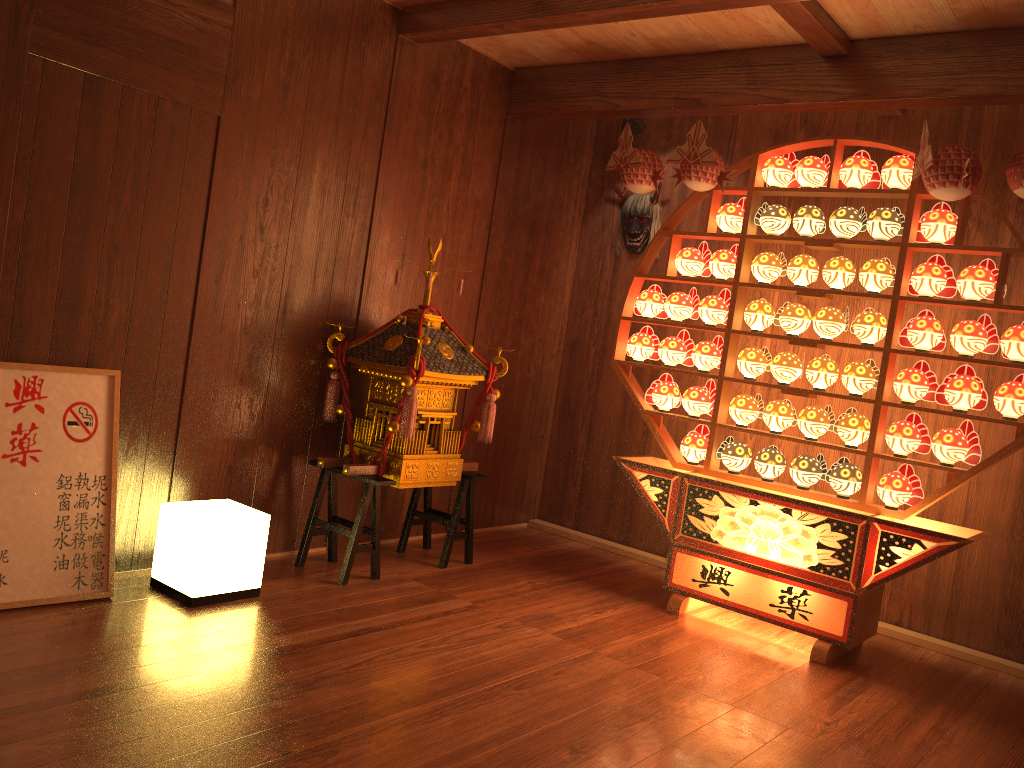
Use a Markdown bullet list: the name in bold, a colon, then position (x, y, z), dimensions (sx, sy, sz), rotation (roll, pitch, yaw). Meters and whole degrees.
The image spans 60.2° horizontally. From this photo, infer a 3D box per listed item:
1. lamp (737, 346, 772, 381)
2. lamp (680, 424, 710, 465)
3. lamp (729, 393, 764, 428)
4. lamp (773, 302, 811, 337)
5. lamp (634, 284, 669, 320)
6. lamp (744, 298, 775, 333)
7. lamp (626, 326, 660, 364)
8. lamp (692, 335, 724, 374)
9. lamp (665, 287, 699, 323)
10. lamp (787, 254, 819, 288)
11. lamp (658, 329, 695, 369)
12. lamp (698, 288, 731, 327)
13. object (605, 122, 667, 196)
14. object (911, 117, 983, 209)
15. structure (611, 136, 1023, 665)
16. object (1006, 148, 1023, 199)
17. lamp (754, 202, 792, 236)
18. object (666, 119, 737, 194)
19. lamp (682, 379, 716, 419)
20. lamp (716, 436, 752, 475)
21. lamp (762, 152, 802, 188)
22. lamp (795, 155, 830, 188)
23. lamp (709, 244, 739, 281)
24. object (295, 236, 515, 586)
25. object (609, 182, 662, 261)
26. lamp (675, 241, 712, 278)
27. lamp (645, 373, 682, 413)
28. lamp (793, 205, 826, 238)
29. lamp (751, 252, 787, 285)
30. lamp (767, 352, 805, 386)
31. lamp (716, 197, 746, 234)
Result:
- **lamp**: position (1.101, -0.101, 4.076), dimensions (0.162, 0.167, 0.135), rotation (7, 3, -32)
- **lamp**: position (0.875, 0.287, 4.221), dimensions (0.189, 0.197, 0.161), rotation (10, 3, 27)
- **lamp**: position (1.067, 0.116, 4.089), dimensions (0.161, 0.167, 0.136), rotation (7, 3, -22)
- **lamp**: position (1.275, -0.289, 3.965), dimensions (0.143, 0.161, 0.153), rotation (7, 3, -22)
- **lamp**: position (0.689, -0.413, 4.407), dimensions (0.186, 0.187, 0.160), rotation (9, 3, 17)
- **lamp**: position (1.135, -0.318, 4.061), dimensions (0.136, 0.167, 0.160), rotation (9, 3, 18)
- **lamp**: position (0.645, -0.202, 4.425), dimensions (0.185, 0.195, 0.161), rotation (10, 3, 22)
- **lamp**: position (0.921, -0.148, 4.213), dimensions (0.162, 0.192, 0.176), rotation (7, 3, -37)
- **lamp**: position (0.809, -0.393, 4.318), dimensions (0.161, 0.191, 0.176), rotation (7, 3, -22)
- **lamp**: position (1.301, -0.508, 3.955), dimensions (0.136, 0.161, 0.160), rotation (9, 3, 18)
- **lamp**: position (0.781, -0.179, 4.320), dimensions (0.162, 0.200, 0.193), rotation (6, 4, -42)
- **lamp**: position (0.952, -0.370, 4.205), dimensions (0.162, 0.200, 0.193), rotation (7, 3, -37)
- **object**: position (0.615, -1.057, 4.192), dimensions (0.245, 0.311, 0.355), rotation (7, 3, -26)
- **object**: position (1.680, -0.851, 3.380), dimensions (0.237, 0.314, 0.371), rotation (9, 3, 15)
- **structure**: position (1.283, 0.006, 3.934), dimensions (1.897, 2.194, 0.506), rotation (10, 3, 37)
- **object**: position (1.920, -0.818, 3.199), dimensions (0.221, 0.318, 0.378), rotation (10, 3, 33)
- **lamp**: position (1.214, -0.752, 4.052), dimensions (0.144, 0.167, 0.152), rotation (7, 3, -37)
- **object**: position (0.867, -1.019, 4.007), dimensions (0.336, 0.306, 0.222), rotation (11, 3, 37)
- **lamp**: position (0.878, 0.064, 4.229), dimensions (0.162, 0.200, 0.194), rotation (7, 3, -27)
- **lamp**: position (1.044, 0.334, 4.094), dimensions (0.143, 0.167, 0.153), rotation (7, 3, -22)
- **lamp**: position (1.215, -0.991, 4.051), dimensions (0.162, 0.200, 0.193), rotation (6, 4, -42)
- **lamp**: position (1.333, -0.958, 3.966), dimensions (0.161, 0.179, 0.165), rotation (7, 3, -22)
- **lamp**: position (0.999, -0.582, 4.186), dimensions (0.162, 0.195, 0.183), rotation (7, 3, -37)
- **object**: position (-0.457, 0.082, 4.032), dimensions (0.587, 1.514, 0.836), rotation (10, 3, 38)
- **object**: position (0.711, -0.925, 5.103), dimensions (0.352, 0.453, 0.142), rotation (10, 3, 37)
- **lamp**: position (0.858, -0.612, 4.297), dimensions (0.162, 0.200, 0.194), rotation (7, 3, -27)
- **lamp**: position (0.759, 0.044, 4.329), dimensions (0.187, 0.193, 0.156), rotation (8, 3, -3)
- **lamp**: position (1.324, -0.727, 3.951), dimensions (0.135, 0.161, 0.161), rotation (10, 3, 28)
- **lamp**: position (1.164, -0.537, 4.062), dimensions (0.161, 0.167, 0.136), rotation (7, 3, -22)
- **lamp**: position (1.228, -0.074, 3.988), dimensions (0.155, 0.161, 0.141), rotation (9, 3, 12)
- **lamp**: position (1.032, -0.802, 4.176), dimensions (0.162, 0.200, 0.193), rotation (7, 3, -37)
